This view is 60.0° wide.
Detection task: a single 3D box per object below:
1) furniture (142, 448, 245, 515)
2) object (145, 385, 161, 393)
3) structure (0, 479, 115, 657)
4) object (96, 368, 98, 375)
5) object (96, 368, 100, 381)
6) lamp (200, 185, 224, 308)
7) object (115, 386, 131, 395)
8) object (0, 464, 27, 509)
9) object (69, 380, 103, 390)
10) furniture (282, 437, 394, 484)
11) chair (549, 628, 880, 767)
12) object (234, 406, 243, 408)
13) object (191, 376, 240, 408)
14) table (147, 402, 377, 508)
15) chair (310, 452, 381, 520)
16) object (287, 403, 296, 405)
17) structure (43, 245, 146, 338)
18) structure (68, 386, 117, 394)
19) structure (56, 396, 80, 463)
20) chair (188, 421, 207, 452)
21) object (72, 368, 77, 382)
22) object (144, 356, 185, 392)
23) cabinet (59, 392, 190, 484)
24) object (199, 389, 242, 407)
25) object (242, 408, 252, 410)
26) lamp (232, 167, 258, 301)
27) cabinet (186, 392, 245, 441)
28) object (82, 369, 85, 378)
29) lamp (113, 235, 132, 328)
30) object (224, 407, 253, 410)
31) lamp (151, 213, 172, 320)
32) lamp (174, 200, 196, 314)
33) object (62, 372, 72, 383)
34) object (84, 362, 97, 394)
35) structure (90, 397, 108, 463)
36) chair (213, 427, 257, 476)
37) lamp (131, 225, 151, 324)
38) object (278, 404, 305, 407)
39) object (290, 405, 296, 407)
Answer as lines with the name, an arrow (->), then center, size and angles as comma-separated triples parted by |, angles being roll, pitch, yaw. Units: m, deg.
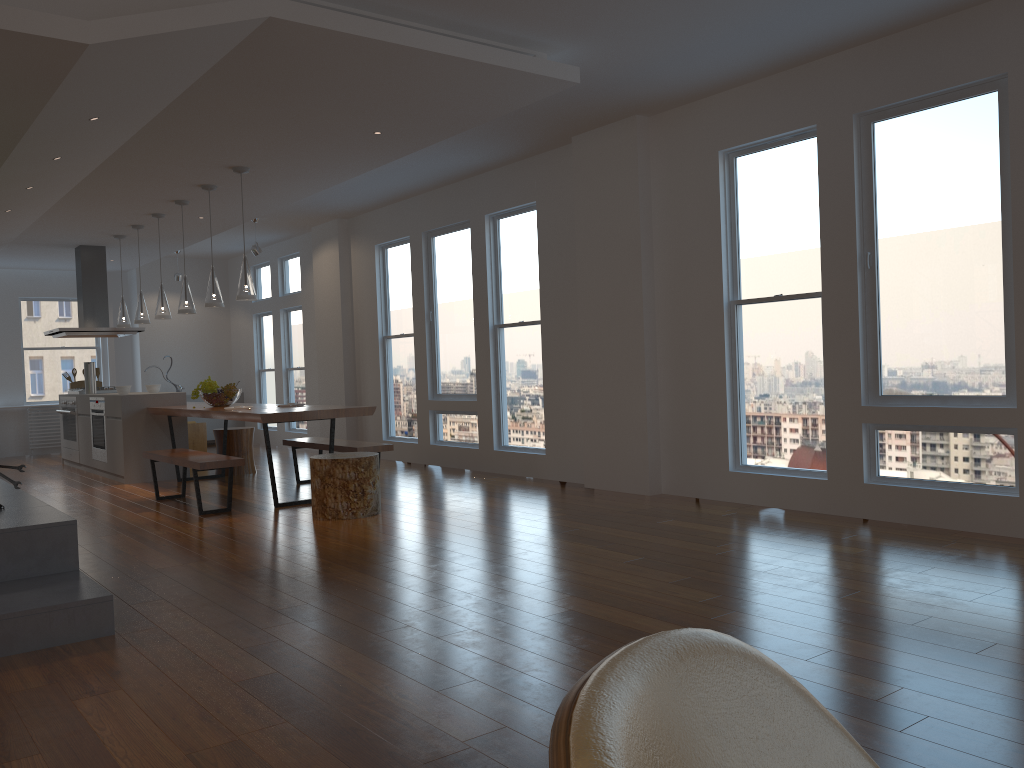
furniture -> -2.431, 0.730, 6.719 | 0.316, 0.389, 1.433 | -3, 1, -37
object -> -3.554, 0.050, 8.787 | 0.152, 0.082, 0.152 | -2, 1, 14
structure -> -4.434, 0.863, 4.664 | 3.088, 0.386, 5.584 | -3, 1, -37
object -> -5.041, -0.049, 10.719 | 0.068, 0.298, 0.039 | -3, 1, -37
object -> -5.022, -0.051, 10.756 | 0.057, 0.294, 0.030 | -3, 1, -37
lamp -> -2.457, -1.156, 7.253 | 0.160, 1.060, 0.160 | -2, 1, -10
object -> -3.827, 0.062, 8.735 | 0.152, 0.082, 0.152 | -2, 1, 2
object -> -2.472, 0.325, 4.224 | 0.318, 0.565, 0.134 | -2, 1, -1
object -> -5.121, 0.033, 10.667 | 0.353, 0.157, 0.084 | -3, 1, -37
furniture -> -1.482, 0.679, 7.439 | 0.316, 0.389, 1.433 | -3, 1, -37
chair -> 0.524, 0.573, 0.523 | 0.856, 0.752, 0.867 | -3, 1, -32
object -> -2.144, 0.187, 6.958 | 0.079, 0.030, 0.070 | -2, 1, 16
object -> -2.610, 0.067, 7.848 | 0.292, 0.284, 0.394 | -2, 1, 17
table -> -3.155, 0.557, 8.687 | 0.893, 0.704, 5.996 | -3, 1, -37
chair -> -1.129, 0.684, 6.026 | 0.460, 0.400, 0.460 | -3, 1, -27
object -> -1.780, 0.169, 7.175 | 0.079, 0.030, 0.070 | -2, 1, 6
structure -> -4.872, -1.256, 10.273 | 0.909, 1.405, 0.900 | -3, 1, -37
structure -> -4.839, 0.073, 10.321 | 0.520, 0.073, 0.650 | -3, 1, -37
structure -> -4.849, 0.501, 10.295 | 0.649, 0.735, 0.890 | -3, 1, -37
chair -> -3.932, 0.682, 10.716 | 0.344, 0.430, 0.549 | -3, 1, -33
object -> -5.225, -0.041, 10.602 | 0.055, 0.299, 0.027 | -3, 1, -37
object -> -4.849, -0.116, 12.434 | 0.210, 0.563, 0.590 | -2, 1, 24
cabinet -> -4.267, 0.518, 9.596 | 0.597, 0.832, 2.936 | -3, 1, -37
object -> -2.578, 0.128, 7.853 | 0.360, 0.159, 0.360 | -2, 1, 16
object -> -2.073, 0.196, 6.843 | 0.149, 0.014, 0.044 | -3, 1, -39
lamp -> -2.020, -1.161, 6.677 | 0.160, 1.060, 0.160 | -2, 1, -10
cabinet -> -4.545, 0.511, 12.714 | 1.309, 0.725, 0.420 | -3, 1, -37
object -> -5.129, -0.046, 10.673 | 0.061, 0.299, 0.040 | -3, 2, -40
lamp -> -4.205, -1.136, 9.557 | 0.160, 1.060, 0.160 | -2, 1, -10
object -> -2.144, 0.193, 6.959 | 0.222, 0.020, 0.222 | -2, 1, 3
lamp -> -3.331, -1.146, 8.405 | 0.160, 1.060, 0.160 | -2, 1, -10
lamp -> -2.894, -1.151, 7.829 | 0.160, 1.060, 0.160 | -2, 1, -10
object -> -5.252, -0.022, 10.578 | 0.199, 0.259, 0.016 | -3, 1, -27
object -> -4.682, -0.065, 9.867 | 0.120, 0.356, 0.172 | -2, 1, 11
structure -> -4.195, 0.458, 9.020 | 0.072, 0.648, 0.644 | -3, 1, -37
chair -> -2.758, 0.669, 8.827 | 0.402, 0.455, 0.396 | -1, 2, 43
lamp -> -3.768, -1.141, 8.981 | 0.160, 1.060, 0.160 | -2, 1, -10
object -> -1.780, 0.175, 7.175 | 0.222, 0.020, 0.222 | -1, 2, 45
object -> -1.705, 0.172, 7.099 | 0.158, 0.017, 0.019 | -3, 2, -42
